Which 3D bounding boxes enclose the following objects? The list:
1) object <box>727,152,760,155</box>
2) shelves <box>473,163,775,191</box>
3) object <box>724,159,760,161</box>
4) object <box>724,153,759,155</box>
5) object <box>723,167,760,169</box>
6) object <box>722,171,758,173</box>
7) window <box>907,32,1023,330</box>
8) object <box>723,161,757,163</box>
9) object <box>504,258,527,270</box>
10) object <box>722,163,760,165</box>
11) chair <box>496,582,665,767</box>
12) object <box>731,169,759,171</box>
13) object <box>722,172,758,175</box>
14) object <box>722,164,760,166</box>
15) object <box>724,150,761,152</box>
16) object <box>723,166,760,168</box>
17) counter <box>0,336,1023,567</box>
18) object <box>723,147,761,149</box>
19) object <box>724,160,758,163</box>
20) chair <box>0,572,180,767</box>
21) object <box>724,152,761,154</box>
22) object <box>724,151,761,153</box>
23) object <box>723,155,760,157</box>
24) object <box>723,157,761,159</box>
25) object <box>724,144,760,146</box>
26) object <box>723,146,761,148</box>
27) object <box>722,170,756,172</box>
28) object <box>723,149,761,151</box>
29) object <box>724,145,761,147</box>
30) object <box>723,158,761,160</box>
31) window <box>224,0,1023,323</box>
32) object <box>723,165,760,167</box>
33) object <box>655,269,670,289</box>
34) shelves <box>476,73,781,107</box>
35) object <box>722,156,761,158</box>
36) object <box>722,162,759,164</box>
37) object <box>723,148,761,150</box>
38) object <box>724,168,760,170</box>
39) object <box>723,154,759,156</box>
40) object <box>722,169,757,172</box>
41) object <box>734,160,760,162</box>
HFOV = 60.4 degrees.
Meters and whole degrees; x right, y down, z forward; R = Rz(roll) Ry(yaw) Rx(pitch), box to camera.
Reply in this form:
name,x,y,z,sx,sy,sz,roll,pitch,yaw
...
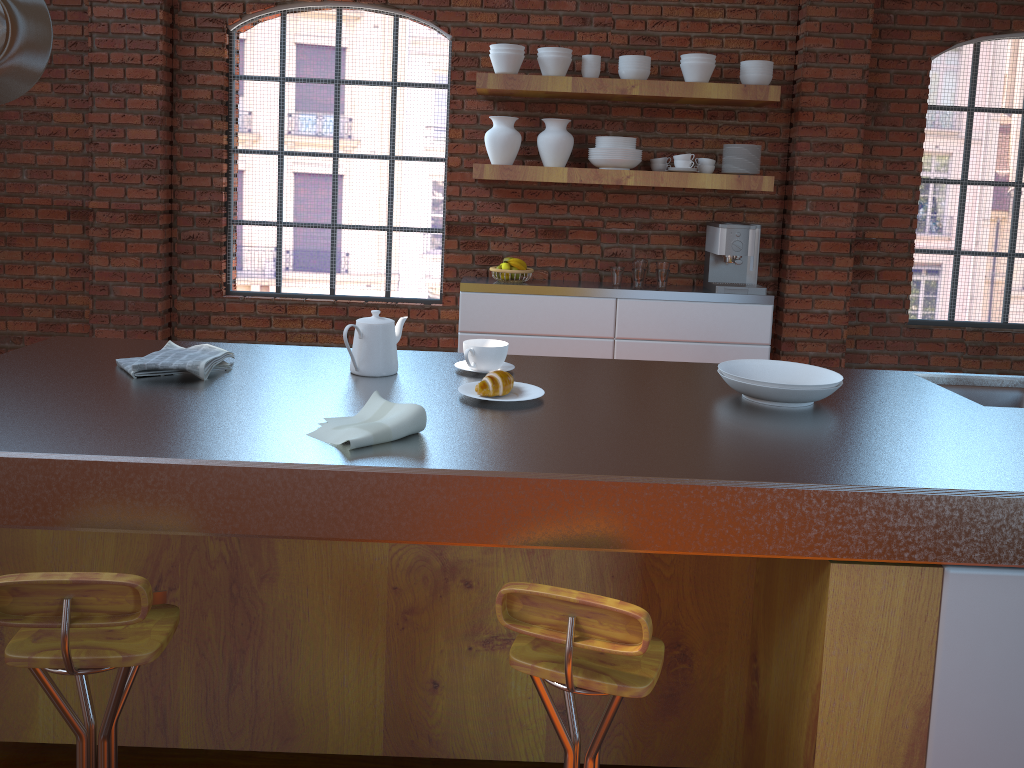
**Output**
name,x,y,z,sx,sy,sz,roll,pitch,yaw
object,1.203,-1.200,4.607,0.195,0.013,0.197,6,13,16
shelves,0.568,-1.089,4.645,1.535,0.075,0.344,2,12,0
object,1.202,-1.169,4.611,0.195,0.013,0.197,6,13,16
object,1.203,-1.196,4.608,0.195,0.013,0.197,6,13,16
object,1.200,-1.127,4.615,0.195,0.013,0.197,6,13,16
object,1.199,-1.105,4.617,0.195,0.013,0.197,6,13,16
window,2.851,-1.118,4.898,1.268,1.649,0.085,2,6,0
object,1.201,-1.155,4.612,0.195,0.013,0.197,6,13,16
object,0.034,-0.625,4.656,0.067,0.083,0.185,9,13,36
object,1.201,-1.146,4.613,0.195,0.013,0.197,6,13,16
chair,0.120,0.668,1.515,0.339,0.741,0.342,5,7,19
object,1.200,-1.118,4.616,0.195,0.013,0.197,6,13,16
object,1.199,-1.100,4.617,0.195,0.013,0.197,6,13,16
object,1.201,-1.142,4.613,0.195,0.013,0.197,6,13,16
object,1.204,-1.214,4.606,0.195,0.013,0.197,6,13,16
object,1.200,-1.132,4.614,0.195,0.013,0.197,6,13,16
counter,0.281,0.108,1.969,3.141,0.128,1.044,2,13,0
object,1.204,-1.228,4.605,0.195,0.013,0.197,6,13,16
object,1.201,-1.160,4.611,0.195,0.013,0.197,6,13,16
chair,-0.711,0.634,1.510,0.338,0.741,0.343,2,7,-6
object,1.203,-1.205,4.607,0.195,0.013,0.197,6,13,16
object,1.204,-1.210,4.606,0.195,0.013,0.197,6,13,16
object,1.203,-1.187,4.609,0.195,0.013,0.197,6,13,16
object,1.202,-1.178,4.610,0.195,0.013,0.197,6,13,16
object,1.205,-1.242,4.603,0.195,0.013,0.197,6,13,16
object,1.204,-1.232,4.604,0.195,0.013,0.197,6,13,16
object,1.199,-1.109,4.617,0.195,0.013,0.197,6,13,16
object,1.204,-1.219,4.606,0.195,0.013,0.197,6,13,16
object,1.205,-1.237,4.604,0.195,0.013,0.197,6,13,16
object,1.202,-1.173,4.610,0.195,0.013,0.197,6,13,16
window,2.321,-1.440,7.192,17.410,9.790,3.684,0,7,-10
object,1.200,-1.137,4.614,0.195,0.013,0.197,6,13,16
object,0.792,-0.552,4.640,0.078,0.102,0.079,4,8,11
shelves,0.587,-1.534,4.600,1.535,0.075,0.344,2,12,0
object,1.202,-1.182,4.609,0.195,0.013,0.197,6,13,16
object,1.201,-1.151,4.612,0.195,0.013,0.197,6,13,16
object,1.204,-1.224,4.605,0.195,0.013,0.197,6,13,16
object,1.200,-1.123,4.615,0.195,0.013,0.197,6,13,16
object,1.203,-1.191,4.608,0.195,0.013,0.197,6,13,16
object,1.199,-1.114,4.616,0.195,0.013,0.197,6,13,16
object,1.202,-1.164,4.611,0.195,0.013,0.197,6,13,16
